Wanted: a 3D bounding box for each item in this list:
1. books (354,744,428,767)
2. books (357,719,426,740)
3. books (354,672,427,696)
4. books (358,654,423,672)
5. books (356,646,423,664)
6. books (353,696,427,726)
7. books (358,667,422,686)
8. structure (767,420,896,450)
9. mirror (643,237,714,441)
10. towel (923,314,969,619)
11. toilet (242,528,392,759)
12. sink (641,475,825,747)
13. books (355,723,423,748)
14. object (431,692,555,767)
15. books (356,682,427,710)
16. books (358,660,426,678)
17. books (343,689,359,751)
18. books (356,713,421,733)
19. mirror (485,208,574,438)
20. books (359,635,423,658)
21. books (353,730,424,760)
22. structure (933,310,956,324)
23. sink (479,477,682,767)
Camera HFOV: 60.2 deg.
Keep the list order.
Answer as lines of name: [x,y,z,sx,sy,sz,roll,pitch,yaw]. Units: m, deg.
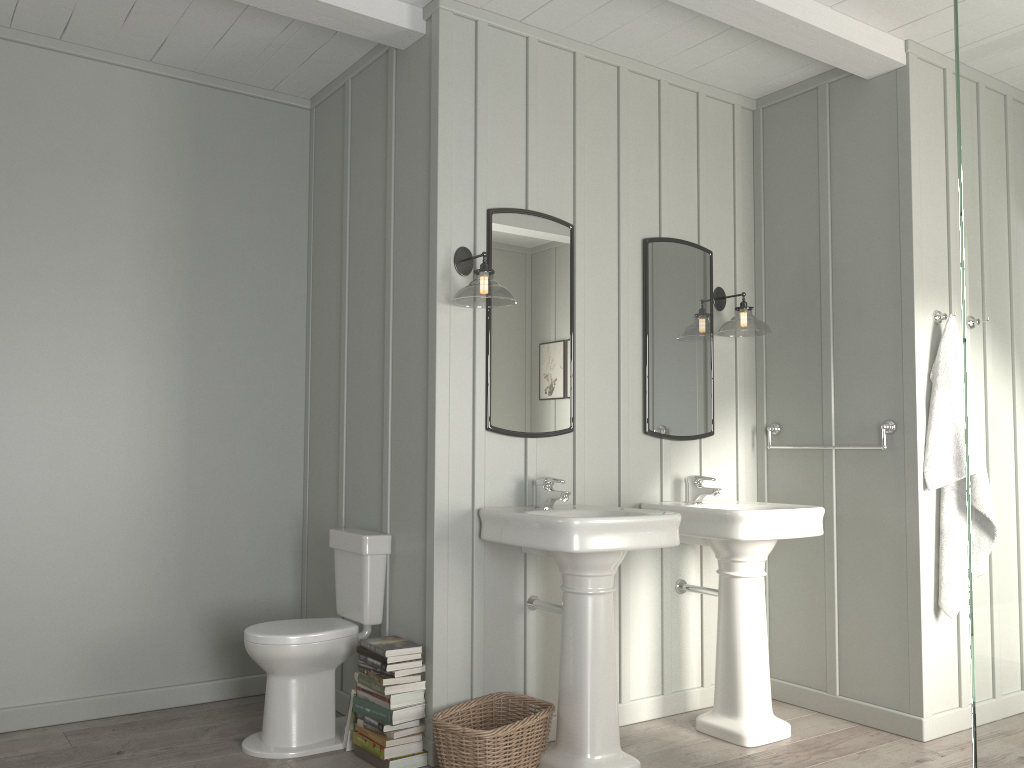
books: [-0.433,1.322,3.159,0.158,0.049,0.247,4,-5,-38]
books: [-0.432,1.220,3.164,0.144,0.025,0.215,5,-6,-44]
books: [-0.439,1.064,3.170,0.164,0.032,0.243,3,-5,-35]
books: [-0.435,0.988,3.164,0.145,0.024,0.214,4,-5,-35]
books: [-0.441,0.963,3.174,0.145,0.024,0.214,4,-5,-38]
books: [-0.439,1.158,3.168,0.153,0.053,0.237,5,-6,-44]
books: [-0.441,1.037,3.173,0.144,0.024,0.239,3,-5,-29]
structure: [1.350,0.222,3.802,0.053,0.122,0.622,3,-5,-35]
mirror: [0.732,-0.195,3.850,0.410,0.883,0.015,3,-4,-34]
towel: [1.799,0.319,3.503,0.310,1.203,0.166,2,-4,-29]
toilet: [-0.760,0.968,3.383,0.508,0.786,0.343,3,-4,-34]
sink: [0.894,0.882,3.565,0.551,1.012,0.586,3,-4,-35]
books: [-0.442,1.244,3.161,0.144,0.024,0.240,4,-5,-35]
object: [-0.060,1.232,3.041,0.302,0.220,0.449,-2,-5,37]
books: [-0.435,1.105,3.173,0.150,0.051,0.231,4,-5,-40]
books: [-0.431,1.013,3.175,0.215,0.025,0.144,-4,-6,45]
books: [-0.532,1.242,3.290,0.164,0.235,0.094,3,-4,-34]
books: [-0.444,1.195,3.162,0.145,0.024,0.214,3,-5,-35]
mirror: [0.076,-0.234,3.412,0.410,0.883,0.015,3,-4,-34]
books: [-0.435,0.939,3.166,0.145,0.024,0.214,3,-5,-33]
books: [-0.444,1.276,3.158,0.157,0.041,0.230,4,-5,-37]
structure: [1.760,-0.274,3.582,0.055,0.056,0.082,3,-5,-35]
sink: [0.242,0.843,3.129,0.551,1.012,0.586,3,-4,-35]
